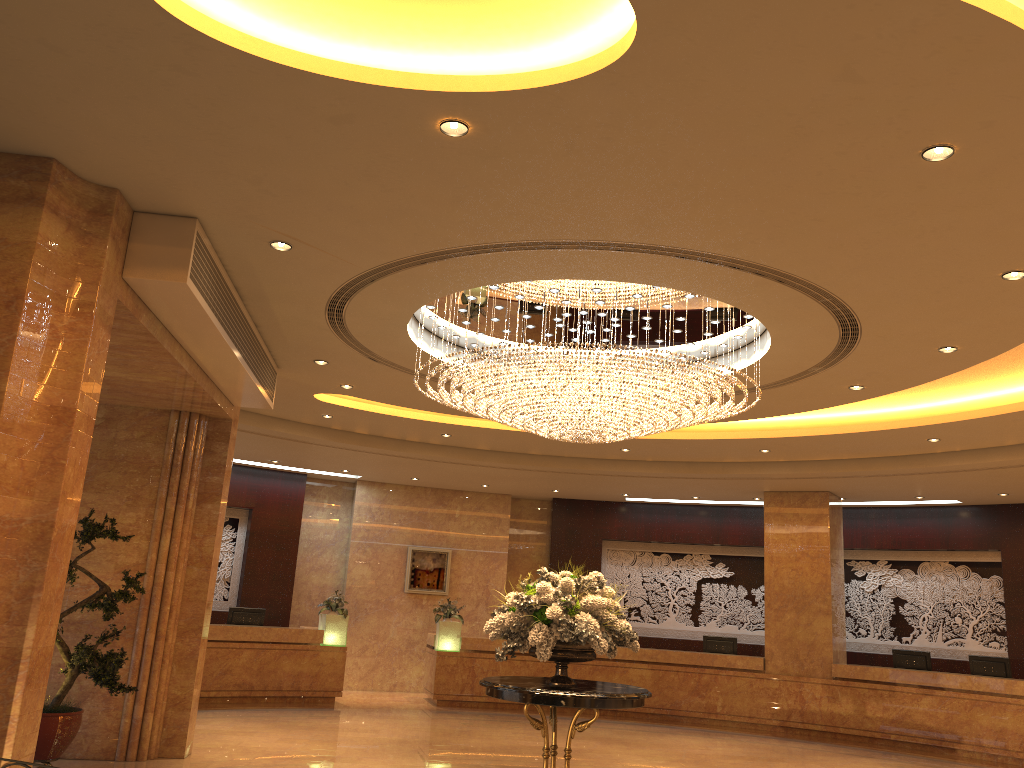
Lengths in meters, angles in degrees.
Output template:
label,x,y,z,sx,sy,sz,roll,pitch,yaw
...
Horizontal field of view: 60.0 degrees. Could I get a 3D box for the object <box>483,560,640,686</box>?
label,x,y,z,sx,sy,sz,roll,pitch,yaw
object,0.469,2.125,7.837,1.277,0.999,1.318,-3,-16,24

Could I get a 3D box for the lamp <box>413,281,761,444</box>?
label,x,y,z,sx,sy,sz,roll,pitch,yaw
lamp,0.689,-0.048,8.366,3.206,1.196,3.204,-5,-16,30

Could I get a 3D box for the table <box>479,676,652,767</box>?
label,x,y,z,sx,sy,sz,roll,pitch,yaw
table,0.426,3.129,7.554,1.493,1.089,1.493,7,-14,-12

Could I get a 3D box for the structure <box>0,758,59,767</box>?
label,x,y,z,sx,sy,sz,roll,pitch,yaw
structure,-1.918,1.434,0.484,3.815,0.995,7.624,1,-14,12

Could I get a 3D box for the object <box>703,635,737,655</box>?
label,x,y,z,sx,sy,sz,roll,pitch,yaw
object,3.704,4.751,15.788,0.430,0.500,0.531,13,-17,-33

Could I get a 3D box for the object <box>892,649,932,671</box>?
label,x,y,z,sx,sy,sz,roll,pitch,yaw
object,6.448,4.551,14.291,0.430,0.500,0.531,6,-14,-9

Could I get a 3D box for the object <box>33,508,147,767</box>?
label,x,y,z,sx,sy,sz,roll,pitch,yaw
object,-4.095,2.333,8.159,1.250,2.363,0.843,10,-16,-24

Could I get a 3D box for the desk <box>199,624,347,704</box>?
label,x,y,z,sx,sy,sz,roll,pitch,yaw
desk,-4.989,4.329,13.815,5.227,1.155,1.570,16,-19,-40

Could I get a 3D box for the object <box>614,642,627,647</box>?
label,x,y,z,sx,sy,sz,roll,pitch,yaw
object,1.827,4.731,16.193,0.531,0.500,0.430,-10,-20,43

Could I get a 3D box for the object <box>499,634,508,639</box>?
label,x,y,z,sx,sy,sz,roll,pitch,yaw
object,0.018,4.620,16.219,0.531,0.500,0.430,-5,-16,30

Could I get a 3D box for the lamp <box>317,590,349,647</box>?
label,x,y,z,sx,sy,sz,roll,pitch,yaw
lamp,-3.042,3.949,15.032,0.570,0.923,0.580,6,-14,-9

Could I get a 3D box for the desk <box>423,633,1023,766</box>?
label,x,y,z,sx,sy,sz,roll,pitch,yaw
desk,4.481,5.011,14.080,12.951,1.155,3.466,-4,-16,28

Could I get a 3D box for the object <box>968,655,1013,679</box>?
label,x,y,z,sx,sy,sz,roll,pitch,yaw
object,7.296,4.410,13.518,0.430,0.500,0.531,5,-14,-3

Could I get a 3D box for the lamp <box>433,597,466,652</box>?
label,x,y,z,sx,sy,sz,roll,pitch,yaw
lamp,-1.132,4.246,15.709,0.577,0.925,0.542,5,-14,-4

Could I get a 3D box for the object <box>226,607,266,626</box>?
label,x,y,z,sx,sy,sz,roll,pitch,yaw
object,-4.520,3.912,14.526,0.918,0.500,0.397,10,-15,-23

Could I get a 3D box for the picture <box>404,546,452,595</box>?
label,x,y,z,sx,sy,sz,roll,pitch,yaw
picture,-1.666,3.721,17.664,0.875,0.890,0.068,7,-15,-14

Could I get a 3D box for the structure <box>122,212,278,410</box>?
label,x,y,z,sx,sy,sz,roll,pitch,yaw
structure,-2.642,-0.448,8.031,0.425,0.483,4.113,5,-14,-6
